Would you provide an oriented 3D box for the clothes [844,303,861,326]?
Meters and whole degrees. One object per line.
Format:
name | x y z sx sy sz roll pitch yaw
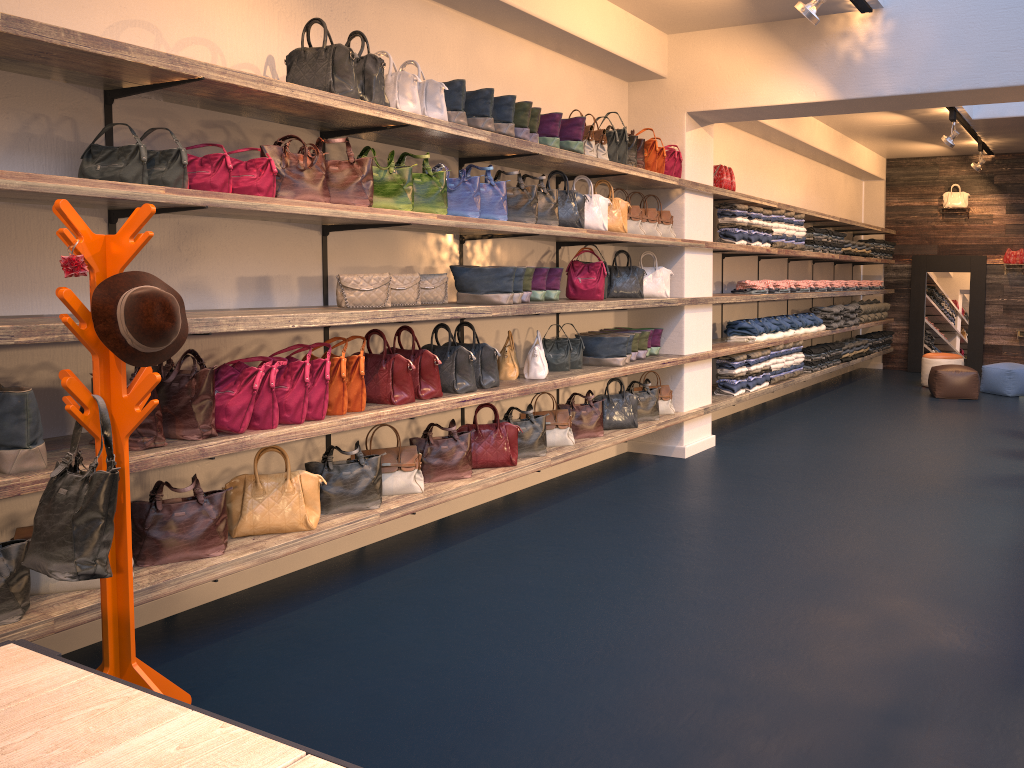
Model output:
clothes | 4.712 -0.979 12.217 0.369 0.316 0.379 2 6 19

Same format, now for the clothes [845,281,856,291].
clothes | 4.710 -1.396 12.354 0.344 0.158 0.325 -4 8 -37

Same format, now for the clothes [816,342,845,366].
clothes | 4.163 -0.400 11.407 0.324 0.297 0.333 5 7 38

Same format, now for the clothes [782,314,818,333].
clothes | 3.418 -0.732 10.468 0.466 0.239 0.390 -5 9 -42

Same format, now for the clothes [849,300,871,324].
clothes | 5.104 -1.072 12.838 0.310 0.340 0.426 5 7 39

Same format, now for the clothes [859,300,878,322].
clothes | 5.372 -1.118 13.232 0.310 0.340 0.426 5 7 39

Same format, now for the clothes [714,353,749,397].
clothes | 2.132 -0.101 8.440 0.234 0.409 0.346 4 6 39

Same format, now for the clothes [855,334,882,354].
clothes | 5.437 -0.620 13.266 0.343 0.297 0.353 4 7 35

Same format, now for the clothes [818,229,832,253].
clothes | 3.758 -1.766 10.736 0.346 0.297 0.340 3 6 21

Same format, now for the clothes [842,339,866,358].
clothes | 4.905 -0.521 12.607 0.382 0.250 0.377 6 8 41

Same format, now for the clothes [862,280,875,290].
clothes | 5.393 -1.517 13.321 0.299 0.154 0.377 4 8 27

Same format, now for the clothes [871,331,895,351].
clothes | 5.924 -0.708 14.005 0.339 0.297 0.699 5 8 35

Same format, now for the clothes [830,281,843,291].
clothes | 4.274 -1.320 11.711 0.344 0.158 0.325 -4 8 -37

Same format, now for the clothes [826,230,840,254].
clothes | 3.956 -1.801 11.027 0.327 0.297 0.330 4 7 32

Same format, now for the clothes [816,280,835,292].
clothes | 4.048 -1.282 11.339 0.299 0.154 0.377 4 8 27

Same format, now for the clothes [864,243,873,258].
clothes | 5.137 -1.998 12.873 0.387 0.250 0.373 4 7 29

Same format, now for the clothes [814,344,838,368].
clothes | 3.965 -0.365 11.114 0.327 0.297 0.330 4 7 32

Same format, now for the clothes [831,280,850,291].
clothes | 4.495 -1.360 11.998 0.299 0.154 0.377 4 8 27

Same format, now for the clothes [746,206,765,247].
clothes | 2.355 -1.572 8.652 0.234 0.409 0.346 4 6 39

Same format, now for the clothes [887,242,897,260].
clothes | 6.014 -2.160 14.061 0.324 0.297 0.333 5 7 38

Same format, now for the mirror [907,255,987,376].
mirror | 7.030 -1.121 14.042 1.076 1.910 0.287 3 4 29

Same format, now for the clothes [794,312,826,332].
clothes | 3.662 -0.774 10.826 0.394 0.239 0.462 5 8 32

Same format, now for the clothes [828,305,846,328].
clothes | 4.234 -0.896 11.512 0.369 0.316 0.379 2 6 19

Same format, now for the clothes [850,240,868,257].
clothes | 4.896 -1.957 12.520 0.382 0.250 0.377 6 8 41

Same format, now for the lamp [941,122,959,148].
lamp | 5.188 -2.940 10.278 0.189 0.326 0.231 -1 5 -13

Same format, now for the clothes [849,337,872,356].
clothes | 5.147 -0.563 12.959 0.387 0.250 0.373 4 7 29

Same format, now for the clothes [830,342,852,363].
clothes | 4.413 -0.435 11.881 0.382 0.250 0.377 6 8 41

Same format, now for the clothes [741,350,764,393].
clothes | 2.364 -0.136 8.739 0.234 0.409 0.346 4 6 39

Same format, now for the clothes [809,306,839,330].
clothes | 4.013 -0.848 11.170 0.353 0.301 0.373 3 6 20

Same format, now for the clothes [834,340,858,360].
clothes | 4.654 -0.477 12.234 0.387 0.250 0.373 4 7 29

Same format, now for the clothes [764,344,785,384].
clothes | 2.776 -0.229 9.375 0.362 0.454 0.248 -4 6 -45

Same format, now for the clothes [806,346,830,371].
clothes | 3.767 -0.330 10.822 0.346 0.297 0.340 3 6 21

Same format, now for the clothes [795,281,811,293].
clothes | 3.390 -1.166 10.408 0.344 0.158 0.325 -4 8 -37

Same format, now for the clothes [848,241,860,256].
clothes | 4.645 -1.912 12.147 0.387 0.250 0.373 4 7 29

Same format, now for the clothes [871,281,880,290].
clothes | 5.608 -1.553 13.678 0.344 0.158 0.325 -4 8 -37

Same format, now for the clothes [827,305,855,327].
clothes | 4.491 -0.931 11.875 0.353 0.301 0.373 3 6 20

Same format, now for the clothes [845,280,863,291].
clothes | 4.932 -1.436 12.642 0.299 0.154 0.377 4 8 27

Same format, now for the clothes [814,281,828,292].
clothes | 3.826 -1.242 11.052 0.344 0.158 0.325 -4 8 -37

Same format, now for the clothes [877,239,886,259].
clothes | 5.617 -2.091 13.476 0.346 0.297 0.340 3 6 21

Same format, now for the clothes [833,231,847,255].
clothes | 4.154 -1.835 11.321 0.324 0.297 0.333 5 7 38

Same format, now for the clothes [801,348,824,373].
clothes | 3.578 -0.295 10.526 0.343 0.297 0.353 4 7 35

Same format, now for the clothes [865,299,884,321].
clothes | 5.639 -1.165 13.626 0.310 0.340 0.426 5 7 39

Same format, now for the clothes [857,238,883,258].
clothes | 5.428 -2.056 13.179 0.343 0.297 0.353 4 7 35

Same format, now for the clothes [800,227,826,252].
clothes | 3.569 -1.731 10.439 0.343 0.297 0.353 4 7 35

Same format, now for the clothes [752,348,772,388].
clothes | 2.543 -0.173 9.046 0.234 0.409 0.346 4 6 39

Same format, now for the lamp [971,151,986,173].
lamp | 6.786 -3.220 12.633 0.189 0.326 0.231 -1 5 -13

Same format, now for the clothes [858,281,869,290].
clothes | 5.172 -1.477 13.034 0.344 0.158 0.325 -4 8 -37

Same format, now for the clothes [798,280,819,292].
clothes | 3.611 -1.206 10.696 0.299 0.154 0.377 4 8 27

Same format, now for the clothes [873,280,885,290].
clothes | 5.829 -1.593 13.965 0.299 0.154 0.377 4 8 27

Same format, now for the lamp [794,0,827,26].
lamp | 1.865 -2.359 5.376 0.242 0.326 0.181 0 4 0

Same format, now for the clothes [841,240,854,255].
clothes | 4.404 -1.870 11.794 0.382 0.250 0.377 6 8 41

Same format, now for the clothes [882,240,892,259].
clothes | 5.815 -2.125 13.768 0.327 0.297 0.330 4 7 32

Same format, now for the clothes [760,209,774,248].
clothes | 2.534 -1.608 8.959 0.234 0.409 0.346 4 6 39

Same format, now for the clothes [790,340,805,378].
clothes | 3.193 -0.301 9.990 0.362 0.454 0.248 -4 6 -45

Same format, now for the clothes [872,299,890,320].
clothes | 5.906 -1.212 14.020 0.310 0.340 0.426 5 7 39

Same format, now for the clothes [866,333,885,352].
clothes | 5.627 -0.655 13.562 0.346 0.297 0.340 3 6 21

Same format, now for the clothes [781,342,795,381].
clothes | 2.974 -0.263 9.668 0.362 0.454 0.248 -4 6 -45

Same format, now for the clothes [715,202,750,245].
clothes | 2.123 -1.537 8.353 0.234 0.409 0.346 4 6 39
